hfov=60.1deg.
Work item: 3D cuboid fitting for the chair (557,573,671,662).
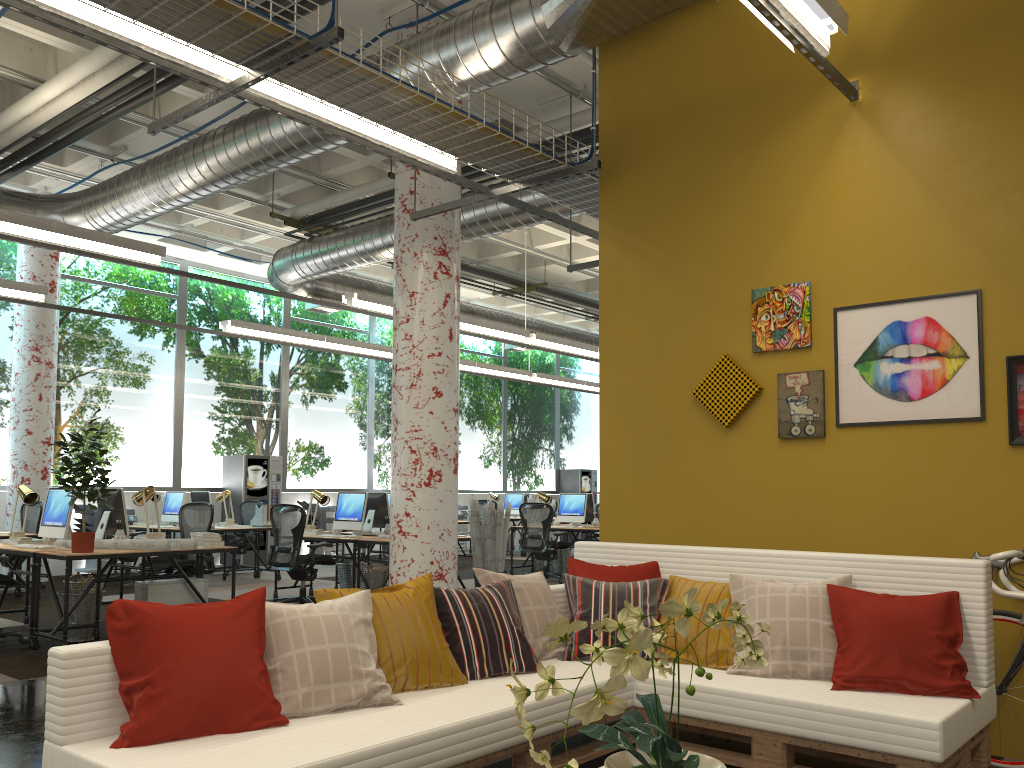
[{"bbox_3d":[0.477,1.093,4.103,0.516,0.390,0.359,-1,-6,9],"label":"chair"}]

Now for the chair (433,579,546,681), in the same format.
[{"bbox_3d":[-0.135,1.050,3.743,0.524,0.406,0.342,4,-7,-34],"label":"chair"}]

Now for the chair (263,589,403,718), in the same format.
[{"bbox_3d":[-0.686,0.956,3.135,0.525,0.399,0.332,4,-6,-31],"label":"chair"}]

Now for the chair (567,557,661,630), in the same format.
[{"bbox_3d":[0.509,1.091,4.399,0.534,0.435,0.288,-1,-5,13],"label":"chair"}]

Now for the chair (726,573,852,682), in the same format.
[{"bbox_3d":[1.176,1.021,3.737,0.526,0.426,0.313,-2,-5,18],"label":"chair"}]

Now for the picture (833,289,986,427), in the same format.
[{"bbox_3d":[1.975,-0.114,4.448,0.707,0.630,0.018,-5,-6,40],"label":"picture"}]

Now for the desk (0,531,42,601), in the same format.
[{"bbox_3d":[-6.334,2.017,9.788,1.944,0.721,1.405,-5,-9,40],"label":"desk"}]

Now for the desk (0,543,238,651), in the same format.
[{"bbox_3d":[-3.444,1.710,7.371,1.944,0.721,1.405,-5,-9,40],"label":"desk"}]

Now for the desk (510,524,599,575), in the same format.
[{"bbox_3d":[1.149,2.428,12.785,1.944,0.721,1.405,-5,-9,40],"label":"desk"}]

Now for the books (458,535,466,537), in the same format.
[{"bbox_3d":[-0.640,1.674,9.778,0.243,0.019,0.206,2,-7,-13],"label":"books"}]

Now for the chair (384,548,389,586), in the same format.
[{"bbox_3d":[-1.178,1.984,10.739,0.771,1.081,0.795,-2,-6,24],"label":"chair"}]

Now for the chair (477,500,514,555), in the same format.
[{"bbox_3d":[-0.399,2.782,17.131,0.771,1.081,0.795,-2,-6,24],"label":"chair"}]

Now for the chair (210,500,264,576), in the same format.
[{"bbox_3d":[-4.022,2.264,13.108,0.771,1.081,0.795,-2,-6,24],"label":"chair"}]

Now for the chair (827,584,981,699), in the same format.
[{"bbox_3d":[1.514,1.009,3.473,0.519,0.393,0.336,-2,-6,18],"label":"chair"}]

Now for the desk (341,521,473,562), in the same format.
[{"bbox_3d":[-1.767,2.716,15.222,1.944,0.721,1.405,-5,-9,40],"label":"desk"}]

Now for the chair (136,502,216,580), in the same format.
[{"bbox_3d":[-3.139,1.649,8.302,0.771,1.081,0.795,-2,-6,24],"label":"chair"}]

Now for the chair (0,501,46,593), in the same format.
[{"bbox_3d":[-6.029,1.956,10.720,0.771,1.081,0.795,-2,-6,24],"label":"chair"}]

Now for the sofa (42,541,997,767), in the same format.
[{"bbox_3d":[0.265,1.110,3.121,2.021,0.927,2.864,-5,-9,40],"label":"sofa"}]

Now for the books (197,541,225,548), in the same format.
[{"bbox_3d":[-2.537,1.318,7.301,0.272,0.050,0.201,-5,-9,37],"label":"books"}]

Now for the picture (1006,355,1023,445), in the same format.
[{"bbox_3d":[2.517,0.060,3.987,0.503,0.416,0.042,-5,-6,40],"label":"picture"}]

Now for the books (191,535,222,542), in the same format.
[{"bbox_3d":[-2.534,1.275,7.331,0.193,0.044,0.258,5,-8,-32],"label":"books"}]

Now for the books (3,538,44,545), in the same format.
[{"bbox_3d":[-4.183,1.350,7.588,0.309,0.038,0.226,-6,-9,40],"label":"books"}]

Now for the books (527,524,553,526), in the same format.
[{"bbox_3d":[0.410,2.068,13.003,0.309,0.038,0.226,-6,-9,40],"label":"books"}]

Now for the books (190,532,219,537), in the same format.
[{"bbox_3d":[-2.544,1.242,7.323,0.185,0.030,0.153,-5,-9,38],"label":"books"}]

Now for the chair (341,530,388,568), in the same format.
[{"bbox_3d":[-2.486,2.463,14.648,0.771,1.081,0.795,-2,-6,24],"label":"chair"}]

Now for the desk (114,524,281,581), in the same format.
[{"bbox_3d":[-4.327,2.324,12.176,1.944,0.721,1.405,-5,-9,40],"label":"desk"}]

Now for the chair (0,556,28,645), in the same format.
[{"bbox_3d":[-4.163,1.457,6.796,0.771,1.081,0.795,-2,-6,24],"label":"chair"}]

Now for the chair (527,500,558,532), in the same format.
[{"bbox_3d":[0.625,2.975,18.637,0.771,1.081,0.795,-2,-6,24],"label":"chair"}]

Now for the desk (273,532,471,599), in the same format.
[{"bbox_3d":[-1.483,2.044,9.807,1.944,0.721,1.405,-5,-9,40],"label":"desk"}]

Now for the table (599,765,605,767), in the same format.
[{"bbox_3d":[0.393,1.307,2.180,0.986,0.329,1.266,-5,-9,40],"label":"table"}]

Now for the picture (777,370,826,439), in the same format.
[{"bbox_3d":[1.558,0.111,4.774,0.252,0.354,0.027,-4,-6,40],"label":"picture"}]

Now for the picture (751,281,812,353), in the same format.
[{"bbox_3d":[1.482,-0.365,4.875,0.331,0.354,0.027,-4,-6,40],"label":"picture"}]

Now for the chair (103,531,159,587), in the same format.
[{"bbox_3d":[-5.046,2.071,11.602,0.771,1.081,0.795,-2,-6,24],"label":"chair"}]

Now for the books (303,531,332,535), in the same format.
[{"bbox_3d":[-2.222,1.684,10.024,0.309,0.038,0.226,-6,-9,40],"label":"books"}]

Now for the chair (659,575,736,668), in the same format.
[{"bbox_3d":[0.870,1.084,4.004,0.522,0.380,0.367,-4,-7,36],"label":"chair"}]

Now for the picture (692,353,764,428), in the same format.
[{"bbox_3d":[1.224,0.038,5.048,0.425,0.423,0.048,-4,-6,40],"label":"picture"}]

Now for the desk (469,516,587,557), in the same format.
[{"bbox_3d":[0.320,3.035,17.705,1.944,0.721,1.405,-5,-9,40],"label":"desk"}]

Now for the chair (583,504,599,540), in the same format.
[{"bbox_3d":[1.454,2.368,13.717,0.771,1.081,0.795,-2,-6,24],"label":"chair"}]

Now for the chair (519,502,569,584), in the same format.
[{"bbox_3d":[0.430,2.175,12.211,0.771,1.081,0.795,-2,-6,24],"label":"chair"}]

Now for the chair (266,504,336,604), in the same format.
[{"bbox_3d":[-2.202,1.792,9.232,0.771,1.081,0.795,-2,-6,24],"label":"chair"}]

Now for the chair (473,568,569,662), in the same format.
[{"bbox_3d":[0.077,1.066,4.105,0.335,0.436,0.547,-5,-8,45],"label":"chair"}]

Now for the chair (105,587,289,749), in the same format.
[{"bbox_3d":[-1.010,0.894,2.821,0.535,0.443,0.302,4,-6,-34],"label":"chair"}]

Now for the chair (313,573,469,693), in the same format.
[{"bbox_3d":[-0.464,0.978,3.447,0.547,0.436,0.317,5,-7,-38],"label":"chair"}]
